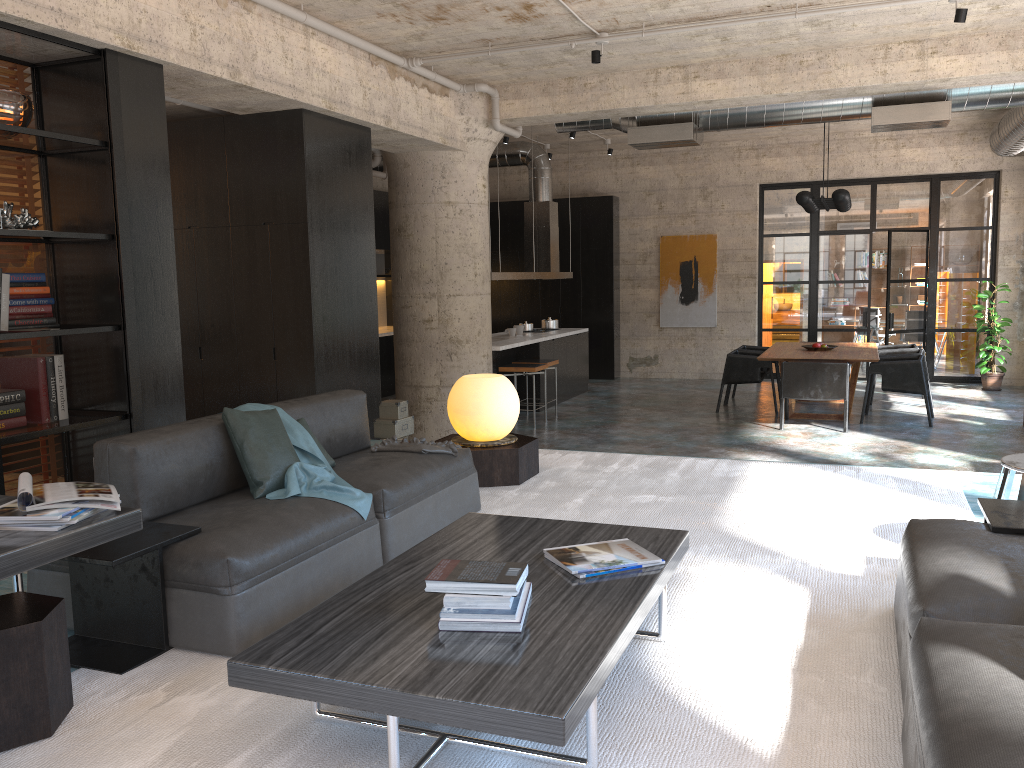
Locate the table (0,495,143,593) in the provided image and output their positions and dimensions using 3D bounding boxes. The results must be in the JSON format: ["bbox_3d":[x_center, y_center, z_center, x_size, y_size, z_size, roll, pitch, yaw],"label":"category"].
[{"bbox_3d":[-1.677,0.711,2.605,0.800,0.570,0.800,1,7,21],"label":"table"}]

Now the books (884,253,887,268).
[{"bbox_3d":[8.083,-2.667,19.177,0.055,0.326,0.255,1,7,21],"label":"books"}]

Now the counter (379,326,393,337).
[{"bbox_3d":[-2.486,-0.657,13.031,1.000,0.142,4.360,1,7,21],"label":"counter"}]

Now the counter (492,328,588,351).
[{"bbox_3d":[0.039,-0.619,11.860,1.000,0.046,3.500,1,7,21],"label":"counter"}]

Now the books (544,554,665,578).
[{"bbox_3d":[0.307,0.585,2.969,0.318,0.011,0.252,-4,7,-24],"label":"books"}]

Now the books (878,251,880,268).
[{"bbox_3d":[7.944,-2.696,19.211,0.036,0.379,0.244,1,7,21],"label":"books"}]

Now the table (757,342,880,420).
[{"bbox_3d":[3.846,-0.051,11.050,1.299,0.756,2.410,1,7,21],"label":"table"}]

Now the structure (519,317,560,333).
[{"bbox_3d":[0.359,-0.867,12.893,0.506,0.187,0.833,1,7,21],"label":"structure"}]

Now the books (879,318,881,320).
[{"bbox_3d":[7.842,-1.416,19.398,0.379,0.064,0.244,0,7,8],"label":"books"}]

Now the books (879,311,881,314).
[{"bbox_3d":[7.844,-1.558,19.400,0.379,0.064,0.244,1,7,16],"label":"books"}]

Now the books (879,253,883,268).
[{"bbox_3d":[7.985,-2.667,19.192,0.055,0.326,0.255,1,7,21],"label":"books"}]

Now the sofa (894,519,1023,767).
[{"bbox_3d":[1.522,0.629,2.184,1.019,0.680,2.063,1,7,22],"label":"sofa"}]

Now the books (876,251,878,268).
[{"bbox_3d":[7.914,-2.698,19.237,0.036,0.379,0.244,1,7,21],"label":"books"}]

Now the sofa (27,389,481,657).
[{"bbox_3d":[-1.011,0.457,4.075,1.019,0.680,2.063,1,7,22],"label":"sofa"}]

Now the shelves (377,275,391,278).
[{"bbox_3d":[-2.772,-1.574,13.027,0.403,0.043,4.362,1,7,21],"label":"shelves"}]

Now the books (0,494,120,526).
[{"bbox_3d":[-1.402,0.386,2.733,0.252,0.011,0.318,-1,7,-2],"label":"books"}]

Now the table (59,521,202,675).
[{"bbox_3d":[-1.397,0.732,3.136,0.420,0.390,0.413,1,7,21],"label":"table"}]

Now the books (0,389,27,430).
[{"bbox_3d":[-2.808,0.147,4.635,0.274,0.197,0.393,1,7,21],"label":"books"}]

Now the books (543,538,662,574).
[{"bbox_3d":[0.299,0.574,2.969,0.318,0.011,0.252,-4,7,-19],"label":"books"}]

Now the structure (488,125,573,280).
[{"bbox_3d":[0.066,-2.438,11.774,0.538,2.100,3.117,1,7,21],"label":"structure"}]

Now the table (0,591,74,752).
[{"bbox_3d":[-1.471,0.822,2.549,0.316,0.340,0.365,-2,7,-8],"label":"table"}]

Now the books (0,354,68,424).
[{"bbox_3d":[-2.659,0.025,4.939,0.277,0.362,0.191,1,7,16],"label":"books"}]

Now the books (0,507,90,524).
[{"bbox_3d":[-1.416,0.378,2.719,0.252,0.011,0.318,-1,7,-2],"label":"books"}]

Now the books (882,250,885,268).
[{"bbox_3d":[8.031,-2.694,19.177,0.036,0.379,0.244,1,7,21],"label":"books"}]

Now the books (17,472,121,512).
[{"bbox_3d":[-1.394,0.346,2.784,0.273,0.109,0.322,-5,8,-28],"label":"books"}]

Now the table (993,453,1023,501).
[{"bbox_3d":[2.219,0.554,3.589,0.620,0.472,0.620,2,7,24],"label":"table"}]

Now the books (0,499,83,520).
[{"bbox_3d":[-1.421,0.368,2.711,0.252,0.011,0.318,-1,7,3],"label":"books"}]

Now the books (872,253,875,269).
[{"bbox_3d":[7.841,-2.669,19.239,0.055,0.326,0.255,1,7,21],"label":"books"}]

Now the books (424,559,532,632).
[{"bbox_3d":[-0.096,0.592,2.549,0.279,0.116,0.322,0,7,6],"label":"books"}]

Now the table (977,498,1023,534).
[{"bbox_3d":[1.912,0.659,3.161,0.420,0.390,0.413,1,7,21],"label":"table"}]

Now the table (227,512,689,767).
[{"bbox_3d":[-0.028,0.776,2.793,0.900,0.309,1.500,1,7,21],"label":"table"}]

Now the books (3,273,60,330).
[{"bbox_3d":[-2.754,-0.455,4.883,0.303,0.303,0.378,2,7,23],"label":"books"}]

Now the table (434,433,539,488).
[{"bbox_3d":[-0.239,0.496,5.526,0.616,0.230,1.044,1,7,21],"label":"table"}]

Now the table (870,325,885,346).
[{"bbox_3d":[7.058,-0.659,15.721,1.800,0.721,0.800,1,7,21],"label":"table"}]

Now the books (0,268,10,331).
[{"bbox_3d":[-2.763,-0.443,4.577,0.216,0.354,0.256,1,7,21],"label":"books"}]

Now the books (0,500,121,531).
[{"bbox_3d":[-1.407,0.399,2.720,0.252,0.011,0.318,0,7,8],"label":"books"}]
